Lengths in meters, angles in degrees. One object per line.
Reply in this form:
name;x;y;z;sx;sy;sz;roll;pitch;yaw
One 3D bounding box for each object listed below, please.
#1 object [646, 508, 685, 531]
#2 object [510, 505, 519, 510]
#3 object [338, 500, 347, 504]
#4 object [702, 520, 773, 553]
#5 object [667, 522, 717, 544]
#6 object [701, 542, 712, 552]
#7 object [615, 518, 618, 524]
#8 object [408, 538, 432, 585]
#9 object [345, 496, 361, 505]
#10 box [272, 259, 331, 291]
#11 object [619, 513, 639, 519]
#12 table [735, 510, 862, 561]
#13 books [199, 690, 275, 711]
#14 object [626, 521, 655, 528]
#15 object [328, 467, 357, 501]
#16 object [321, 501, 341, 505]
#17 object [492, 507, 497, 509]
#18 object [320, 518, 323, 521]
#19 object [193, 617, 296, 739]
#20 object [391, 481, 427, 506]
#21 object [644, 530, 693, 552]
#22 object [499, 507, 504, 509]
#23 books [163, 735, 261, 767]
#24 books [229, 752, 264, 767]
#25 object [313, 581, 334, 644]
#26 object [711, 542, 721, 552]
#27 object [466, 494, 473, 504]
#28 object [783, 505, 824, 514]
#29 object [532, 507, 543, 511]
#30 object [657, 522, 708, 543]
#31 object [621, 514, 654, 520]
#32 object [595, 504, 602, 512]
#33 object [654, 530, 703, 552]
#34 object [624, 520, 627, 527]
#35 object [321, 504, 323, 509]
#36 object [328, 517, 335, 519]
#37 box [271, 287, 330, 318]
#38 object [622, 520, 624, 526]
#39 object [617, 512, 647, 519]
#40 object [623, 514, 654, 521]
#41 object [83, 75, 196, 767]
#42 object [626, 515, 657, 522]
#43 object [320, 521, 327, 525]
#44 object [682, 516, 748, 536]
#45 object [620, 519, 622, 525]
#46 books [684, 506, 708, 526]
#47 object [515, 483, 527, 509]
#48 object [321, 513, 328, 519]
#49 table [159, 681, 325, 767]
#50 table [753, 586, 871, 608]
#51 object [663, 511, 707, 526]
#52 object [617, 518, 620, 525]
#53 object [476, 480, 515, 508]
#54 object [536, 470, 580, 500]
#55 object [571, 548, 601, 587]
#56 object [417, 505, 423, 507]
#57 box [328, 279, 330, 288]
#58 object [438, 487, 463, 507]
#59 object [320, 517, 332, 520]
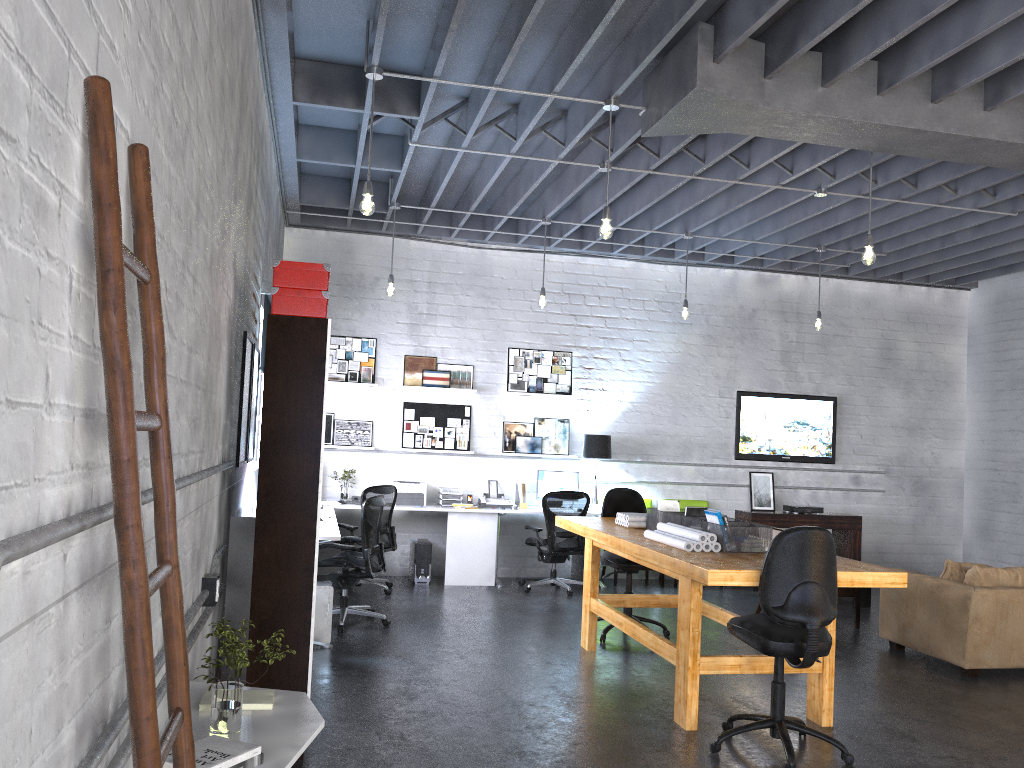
object;1.133;0.955;6.166;0.316;0.156;0.306;3;-3;-12
object;0.030;1.299;9.359;0.095;0.050;0.095;6;-5;-44
object;-1.738;1.205;9.044;0.114;0.036;0.058;1;-4;28
object;1.333;0.907;5.265;0.316;0.156;0.306;3;-3;-12
object;1.081;0.904;5.399;0.057;0.057;0.635;3;-4;-12
object;1.050;0.951;5.391;0.057;0.058;0.635;3;-4;-12
object;1.020;1.020;6.567;0.520;0.047;0.047;3;-3;-12
object;-0.961;1.855;9.294;0.180;0.411;0.476;3;-3;-12
object;-1.505;1.195;9.080;0.279;0.081;0.411;6;-5;-42
box;-1.012;-0.505;4.267;0.270;0.131;0.206;3;-3;-12
object;1.037;0.976;6.501;0.520;0.047;0.046;3;-3;-12
table;3.330;1.916;10.349;1.410;0.819;0.404;3;-3;-12
books;-0.980;1.130;3.173;0.248;0.021;0.177;3;-4;-13
object;1.070;1.008;6.340;0.520;0.047;0.047;3;-3;-12
object;-1.759;1.056;9.298;0.271;0.362;0.297;1;-4;33
object;-1.907;1.186;8.813;0.181;0.028;0.422;0;-5;38
object;-0.189;1.306;9.345;0.011;0.011;0.126;1;-4;26
object;-1.595;1.096;7.224;0.114;0.036;0.058;4;-4;-22
object;-0.875;0.944;2.852;0.297;0.362;0.271;1;-3;23
object;-1.097;1.157;9.408;0.351;0.235;0.351;3;-3;-12
object;0.939;0.944;5.366;0.057;0.058;0.635;3;-4;-12
object;-0.106;1.307;9.314;0.076;0.016;0.017;0;-4;38
books;-0.869;1.063;2.535;0.185;0.022;0.234;1;-4;26
books;-0.872;1.090;2.544;0.185;0.031;0.251;1;-4;30
object;-1.539;1.645;6.391;0.478;0.411;0.200;3;-3;-12
object;1.106;0.955;5.403;0.058;0.057;0.635;3;-4;-12
object;-0.457;1.254;9.585;0.093;0.116;0.067;3;-3;-12
object;3.405;1.470;10.372;0.371;0.082;0.266;3;-4;-12
object;0.436;1.334;9.431;0.422;0.028;0.181;4;-4;-17
object;1.026;0.901;5.387;0.057;0.057;0.635;3;-4;-12
object;1.047;0.974;6.456;0.520;0.047;0.046;3;-3;-12
object;0.925;1.334;9.511;0.069;0.083;0.090;3;-3;-13
object;0.995;0.948;5.378;0.058;0.057;0.635;3;-4;-12
object;1.060;1.010;6.386;0.520;0.047;0.047;3;-3;-12
object;-1.848;1.007;7.534;0.485;0.230;0.420;3;-3;-12
object;-1.507;1.118;7.408;0.025;0.021;0.119;2;-4;14
box;-1.018;-0.376;4.261;0.270;0.131;0.206;3;-3;-12
object;1.050;1.012;6.431;0.520;0.047;0.047;3;-3;-12
object;1.027;0.979;6.547;0.520;0.047;0.046;3;-3;-12
object;1.057;0.971;6.410;0.520;0.047;0.046;3;-3;-12
object;-0.684;0.533;1.724;0.320;2.119;0.425;3;-3;-12
object;1.069;0.969;6.356;0.520;0.047;0.046;4;-3;-14
object;-1.555;1.084;6.932;0.181;0.028;0.422;4;-4;-22
object;1.266;0.923;5.566;0.316;0.156;0.306;3;-3;-12
object;1.040;1.015;6.476;0.520;0.047;0.047;3;-3;-12
books;1.187;0.900;5.735;0.158;0.214;0.063;3;-3;-12
object;0.104;1.217;9.656;0.087;0.259;0.237;3;-3;-12
object;-1.545;1.091;7.329;0.078;0.049;0.062;6;-4;-42
table;-0.870;1.389;2.808;0.517;0.532;1.337;3;-4;-12
table;3.118;2.099;9.274;0.873;0.300;0.874;3;-4;-9
object;1.199;0.939;5.866;0.316;0.156;0.306;3;-3;-12
object;1.030;1.017;6.521;0.520;0.047;0.047;3;-3;-12
object;-0.193;1.189;9.597;0.405;0.280;0.400;3;-3;-12
object;0.492;1.161;9.744;0.465;0.417;0.212;3;-3;-7
object;0.798;1.956;9.601;0.180;0.411;0.476;3;-3;-12
object;-0.943;1.256;9.123;0.075;0.016;0.017;2;-3;13
box;-1.058;-0.496;4.470;0.268;0.133;0.206;3;-3;-12
object;-0.660;1.211;9.498;0.229;0.180;0.316;3;-3;-12
object;-1.551;1.115;7.323;0.119;0.016;0.119;2;-4;5
